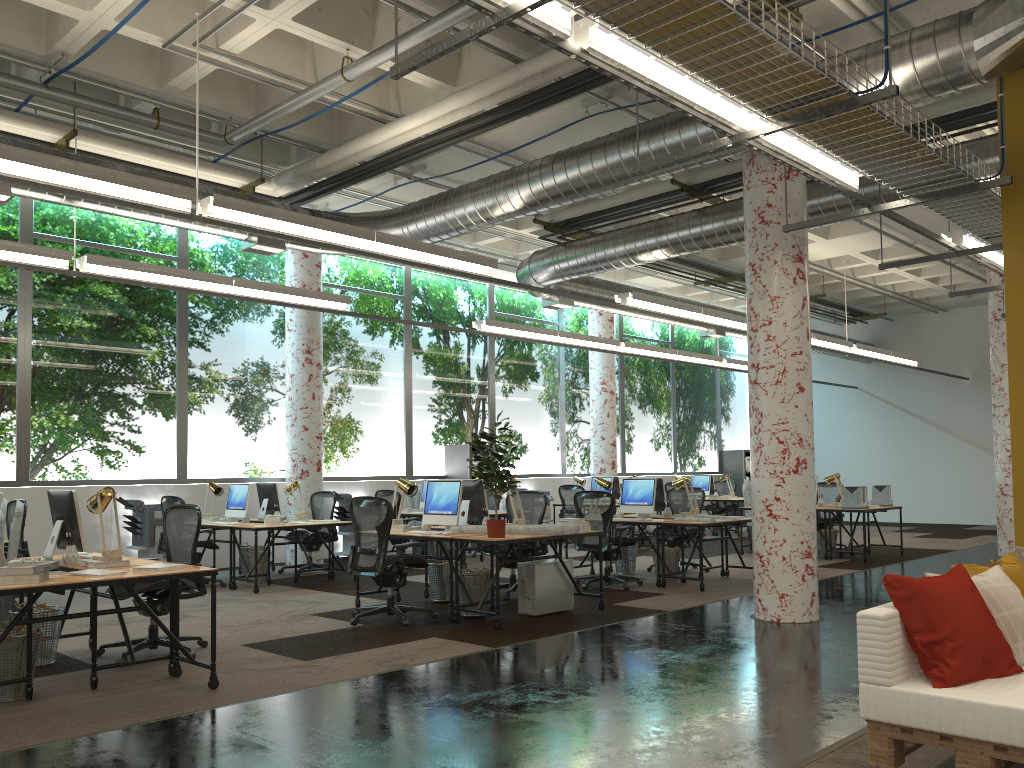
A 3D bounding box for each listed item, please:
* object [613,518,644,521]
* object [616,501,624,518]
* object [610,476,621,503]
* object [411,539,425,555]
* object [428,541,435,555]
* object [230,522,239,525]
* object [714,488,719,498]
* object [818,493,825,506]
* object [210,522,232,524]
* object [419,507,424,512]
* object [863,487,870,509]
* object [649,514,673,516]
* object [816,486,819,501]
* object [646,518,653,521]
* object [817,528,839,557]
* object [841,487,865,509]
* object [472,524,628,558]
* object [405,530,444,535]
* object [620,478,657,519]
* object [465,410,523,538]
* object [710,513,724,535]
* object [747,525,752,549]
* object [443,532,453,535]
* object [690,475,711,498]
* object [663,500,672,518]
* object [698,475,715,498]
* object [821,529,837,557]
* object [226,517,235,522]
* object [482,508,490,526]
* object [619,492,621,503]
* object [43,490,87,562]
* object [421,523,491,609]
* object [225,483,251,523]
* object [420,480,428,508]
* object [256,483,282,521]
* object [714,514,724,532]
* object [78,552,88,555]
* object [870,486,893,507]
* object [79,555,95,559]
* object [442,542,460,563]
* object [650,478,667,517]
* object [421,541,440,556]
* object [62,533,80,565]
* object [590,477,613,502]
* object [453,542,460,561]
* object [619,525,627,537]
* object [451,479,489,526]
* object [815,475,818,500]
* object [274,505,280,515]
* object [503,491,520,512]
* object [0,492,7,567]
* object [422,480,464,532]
[{"bbox_3d":[1.340,1.579,10.349,0.440,0.017,0.119,-6,-8,44],"label":"object"},{"bbox_3d":[1.312,1.528,10.774,0.101,0.208,0.102,-1,-3,-1],"label":"object"},{"bbox_3d":[1.804,1.967,16.492,0.485,0.484,0.190,-5,-5,44],"label":"object"},{"bbox_3d":[-1.466,2.568,14.313,0.353,0.397,0.354,1,-5,-27],"label":"object"},{"bbox_3d":[-1.284,2.492,13.743,0.235,0.402,0.120,-4,-5,45],"label":"object"},{"bbox_3d":[-3.269,1.644,10.447,0.106,0.029,0.059,5,-8,-45],"label":"object"},{"bbox_3d":[4.269,2.281,18.537,0.101,0.208,0.102,-1,-3,-1],"label":"object"},{"bbox_3d":[4.736,1.767,13.563,0.101,0.208,0.102,-1,-3,-1],"label":"object"},{"bbox_3d":[-3.499,1.677,10.680,0.440,0.017,0.119,-6,-8,44],"label":"object"},{"bbox_3d":[-1.351,1.826,13.344,0.101,0.208,0.102,-1,-3,-1],"label":"object"},{"bbox_3d":[4.920,1.622,12.616,0.281,0.301,0.150,-5,-5,44],"label":"object"},{"bbox_3d":[1.867,1.658,11.193,0.440,0.017,0.119,-6,-8,44],"label":"object"},{"bbox_3d":[4.534,1.661,13.848,0.485,0.484,0.190,-5,-5,44],"label":"object"},{"bbox_3d":[1.571,1.546,10.116,0.106,0.029,0.059,5,-8,-45],"label":"object"},{"bbox_3d":[4.627,2.329,13.052,0.359,0.434,0.354,-4,-5,40],"label":"object"},{"bbox_3d":[4.817,1.612,12.510,0.281,0.301,0.150,-5,-5,44],"label":"object"},{"bbox_3d":[0.672,2.560,14.786,3.413,0.436,0.367,3,-6,-36],"label":"object"},{"bbox_3d":[-0.794,1.352,8.057,0.440,0.017,0.119,-6,-8,44],"label":"object"},{"bbox_3d":[1.511,1.359,10.502,0.485,0.484,0.190,-5,-5,44],"label":"object"},{"bbox_3d":[-0.164,0.754,7.461,0.514,1.075,0.439,-3,-4,35],"label":"object"},{"bbox_3d":[4.160,2.843,18.025,0.359,0.434,0.354,-4,-5,40],"label":"object"},{"bbox_3d":[4.040,2.517,14.528,0.353,0.397,0.354,-1,-4,-1],"label":"object"},{"bbox_3d":[-0.564,1.318,7.824,0.106,0.029,0.059,5,-8,-45],"label":"object"},{"bbox_3d":[3.887,2.120,18.260,0.485,0.484,0.190,-5,-5,44],"label":"object"},{"bbox_3d":[1.893,1.521,10.778,0.101,0.208,0.102,-1,-3,-1],"label":"object"},{"bbox_3d":[4.067,2.175,18.821,0.485,0.484,0.190,-5,-5,44],"label":"object"},{"bbox_3d":[4.686,2.347,13.104,0.235,0.402,0.120,-4,-5,45],"label":"object"},{"bbox_3d":[-3.528,1.626,11.104,0.101,0.208,0.102,-1,-3,-1],"label":"object"},{"bbox_3d":[-0.241,1.293,8.486,0.101,0.208,0.102,-1,-3,-1],"label":"object"},{"bbox_3d":[2.007,2.073,16.207,0.101,0.208,0.102,-1,-3,-1],"label":"object"},{"bbox_3d":[-3.064,0.964,6.032,0.485,0.484,0.190,-5,-5,44],"label":"object"},{"bbox_3d":[-0.530,1.633,8.229,0.850,0.930,0.105,-4,-4,39],"label":"object"},{"bbox_3d":[-3.329,1.457,10.833,0.485,0.484,0.190,-5,-5,44],"label":"object"},{"bbox_3d":[-1.359,2.041,13.263,1.080,1.205,0.191,-5,-5,44],"label":"object"},{"bbox_3d":[-3.149,1.512,11.394,0.485,0.484,0.190,-5,-5,44],"label":"object"},{"bbox_3d":[4.219,2.861,18.078,0.235,0.402,0.120,-4,-5,45],"label":"object"},{"bbox_3d":[-3.118,1.228,6.396,0.106,0.029,0.059,5,-8,-45],"label":"object"},{"bbox_3d":[5.521,1.677,13.235,0.281,0.301,0.150,-5,-5,44],"label":"object"},{"bbox_3d":[-2.888,1.208,6.162,0.440,0.017,0.119,-6,-8,44],"label":"object"},{"bbox_3d":[-0.879,2.380,12.838,0.359,0.434,0.354,-4,-5,40],"label":"object"},{"bbox_3d":[1.691,1.414,11.063,0.485,0.484,0.190,-5,-5,44],"label":"object"},{"bbox_3d":[-1.228,2.483,13.797,0.353,0.434,0.370,0,-4,-10],"label":"object"},{"bbox_3d":[-2.862,1.070,5.747,0.101,0.208,0.102,-1,-3,-1],"label":"object"},{"bbox_3d":[1.624,1.912,15.931,0.485,0.484,0.190,-5,-5,44],"label":"object"},{"bbox_3d":[-0.821,2.398,12.890,0.235,0.402,0.120,-4,-5,45],"label":"object"},{"bbox_3d":[1.956,2.653,15.748,0.235,0.402,0.120,-4,-5,45],"label":"object"},{"bbox_3d":[-0.444,1.187,8.771,0.485,0.484,0.190,-5,-5,44],"label":"object"},{"bbox_3d":[4.354,1.606,13.287,0.485,0.484,0.190,-5,-5,44],"label":"object"},{"bbox_3d":[-2.946,1.619,11.109,0.101,0.208,0.102,-1,-3,-1],"label":"object"},{"bbox_3d":[0.015,1.728,13.021,0.281,0.301,0.150,-5,-5,44],"label":"object"},{"bbox_3d":[-3.244,0.909,5.471,0.485,0.484,0.190,-5,-5,44],"label":"object"},{"bbox_3d":[-0.624,1.132,8.210,0.485,0.484,0.190,-5,-5,44],"label":"object"}]
